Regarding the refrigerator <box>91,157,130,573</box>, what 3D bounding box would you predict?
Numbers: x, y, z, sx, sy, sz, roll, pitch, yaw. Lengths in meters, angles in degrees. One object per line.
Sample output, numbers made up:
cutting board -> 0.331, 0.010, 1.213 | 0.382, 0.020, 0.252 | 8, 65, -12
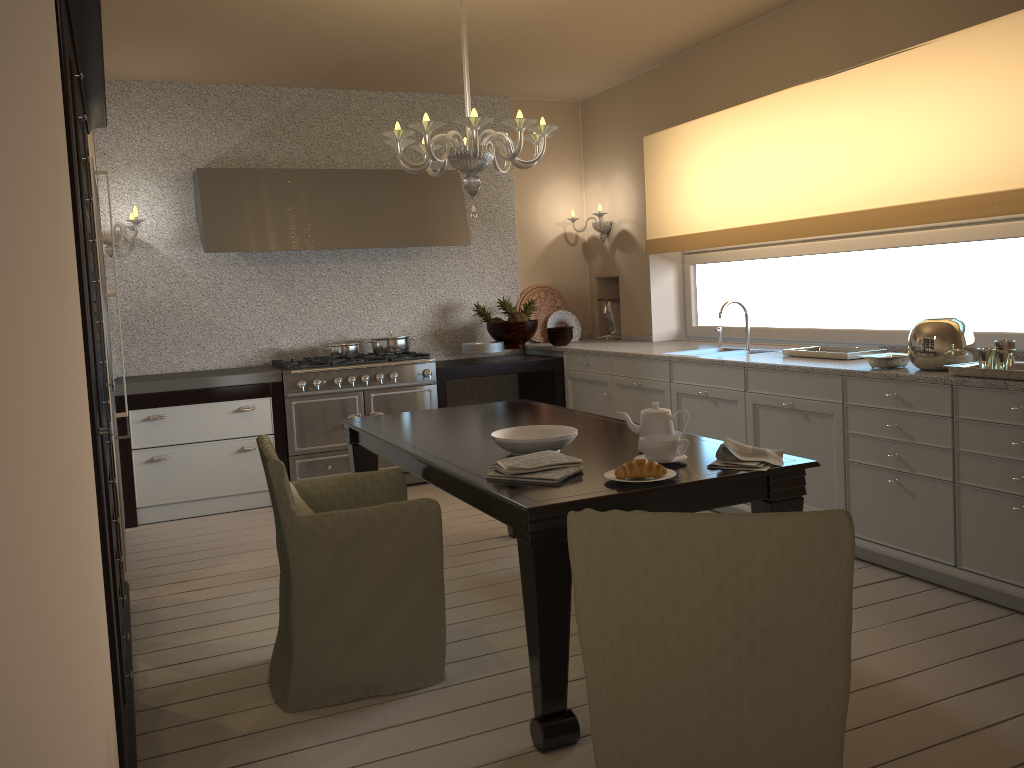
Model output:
refrigerator -> -2.183, -0.078, 4.057 | 0.742, 1.730, 1.105 | -5, 5, -24

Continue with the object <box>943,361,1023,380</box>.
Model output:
object -> 1.764, -0.045, 3.041 | 0.274, 0.034, 0.447 | -6, 6, -24

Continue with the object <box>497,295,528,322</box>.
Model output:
object -> -0.003, -0.472, 6.017 | 0.161, 0.278, 0.269 | -7, 6, -42

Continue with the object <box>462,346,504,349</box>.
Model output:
object -> -0.190, -0.237, 5.828 | 0.279, 0.011, 0.278 | -7, 7, -36

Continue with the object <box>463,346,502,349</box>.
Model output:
object -> -0.191, -0.240, 5.829 | 0.279, 0.011, 0.278 | -7, 7, -36

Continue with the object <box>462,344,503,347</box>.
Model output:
object -> -0.191, -0.251, 5.827 | 0.279, 0.011, 0.278 | -7, 7, -36

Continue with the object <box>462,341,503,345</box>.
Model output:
object -> -0.191, -0.265, 5.826 | 0.279, 0.011, 0.278 | -7, 7, -36

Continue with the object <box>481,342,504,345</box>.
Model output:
object -> -0.191, -0.262, 5.826 | 0.279, 0.011, 0.278 | -7, 7, -36

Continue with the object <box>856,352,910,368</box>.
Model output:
object -> 1.517, -0.093, 3.570 | 0.197, 0.048, 0.153 | -6, 6, -24

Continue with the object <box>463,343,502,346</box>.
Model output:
object -> -0.192, -0.259, 5.826 | 0.279, 0.011, 0.278 | -7, 7, -36

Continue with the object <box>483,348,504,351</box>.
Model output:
object -> -0.189, -0.223, 5.828 | 0.279, 0.011, 0.278 | -7, 7, -36

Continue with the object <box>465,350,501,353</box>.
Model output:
object -> -0.189, -0.215, 5.829 | 0.279, 0.011, 0.278 | -7, 7, -36

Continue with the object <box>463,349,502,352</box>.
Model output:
object -> -0.189, -0.220, 5.829 | 0.279, 0.011, 0.278 | -7, 7, -36

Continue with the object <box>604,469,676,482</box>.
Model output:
object -> 0.346, 0.250, 2.397 | 0.194, 0.014, 0.195 | 2, 8, 42

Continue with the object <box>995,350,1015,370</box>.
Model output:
object -> 1.697, -0.074, 3.050 | 0.063, 0.090, 0.063 | 1, 6, 39

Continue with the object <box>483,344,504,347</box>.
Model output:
object -> -0.191, -0.248, 5.827 | 0.279, 0.011, 0.278 | -7, 7, -36

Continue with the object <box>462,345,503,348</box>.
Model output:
object -> -0.190, -0.245, 5.827 | 0.279, 0.011, 0.278 | -7, 7, -36

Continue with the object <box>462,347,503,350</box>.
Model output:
object -> -0.190, -0.231, 5.828 | 0.279, 0.011, 0.278 | -7, 7, -36

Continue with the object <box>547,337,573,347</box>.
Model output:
object -> 0.329, -0.287, 6.043 | 0.180, 0.063, 0.181 | 2, 8, 44

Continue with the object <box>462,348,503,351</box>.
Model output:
object -> -0.190, -0.225, 5.829 | 0.279, 0.011, 0.278 | -7, 7, -36

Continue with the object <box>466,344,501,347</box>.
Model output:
object -> -0.191, -0.254, 5.827 | 0.279, 0.011, 0.278 | -7, 7, -36

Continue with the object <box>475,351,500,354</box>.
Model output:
object -> -0.189, -0.209, 5.830 | 0.279, 0.011, 0.278 | -7, 7, -36

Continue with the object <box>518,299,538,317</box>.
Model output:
object -> 0.078, -0.458, 6.161 | 0.276, 0.284, 0.138 | -7, 6, -39

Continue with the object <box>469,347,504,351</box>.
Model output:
object -> -0.190, -0.228, 5.828 | 0.279, 0.011, 0.278 | -7, 7, -36

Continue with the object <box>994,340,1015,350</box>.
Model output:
object -> 1.696, -0.104, 3.048 | 0.063, 0.090, 0.063 | 1, 6, 39

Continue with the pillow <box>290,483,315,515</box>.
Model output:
pillow -> -0.613, 0.442, 2.775 | 0.192, 0.294, 0.441 | -5, 6, -24

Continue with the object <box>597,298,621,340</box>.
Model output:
object -> 0.825, -0.487, 6.541 | 0.391, 0.305, 0.383 | -5, 6, -24

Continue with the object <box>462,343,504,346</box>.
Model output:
object -> -0.191, -0.256, 5.826 | 0.279, 0.011, 0.278 | -7, 7, -36

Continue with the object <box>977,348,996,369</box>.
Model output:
object -> 1.673, -0.080, 3.120 | 0.063, 0.090, 0.063 | 1, 6, 39

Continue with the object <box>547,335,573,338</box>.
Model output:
object -> 0.328, -0.299, 6.042 | 0.180, 0.063, 0.181 | 2, 8, 44

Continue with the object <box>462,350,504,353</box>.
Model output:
object -> -0.189, -0.212, 5.829 | 0.279, 0.011, 0.278 | -7, 7, -36

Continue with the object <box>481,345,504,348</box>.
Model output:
object -> -0.190, -0.243, 5.828 | 0.279, 0.011, 0.278 | -7, 7, -36

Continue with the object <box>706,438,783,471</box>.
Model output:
object -> 0.677, 0.194, 2.536 | 0.197, 0.063, 0.205 | 0, 6, 28

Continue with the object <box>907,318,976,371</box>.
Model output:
object -> 1.649, -0.152, 3.408 | 0.235, 0.195, 0.236 | -4, 5, -7

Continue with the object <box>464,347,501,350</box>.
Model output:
object -> -0.191, -0.234, 5.828 | 0.279, 0.011, 0.278 | -7, 7, -36

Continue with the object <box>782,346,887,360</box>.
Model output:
object -> 1.519, -0.149, 4.200 | 0.241, 0.030, 0.430 | -6, 6, -24

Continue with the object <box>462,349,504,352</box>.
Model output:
object -> -0.189, -0.217, 5.829 | 0.279, 0.011, 0.278 | -7, 7, -36
